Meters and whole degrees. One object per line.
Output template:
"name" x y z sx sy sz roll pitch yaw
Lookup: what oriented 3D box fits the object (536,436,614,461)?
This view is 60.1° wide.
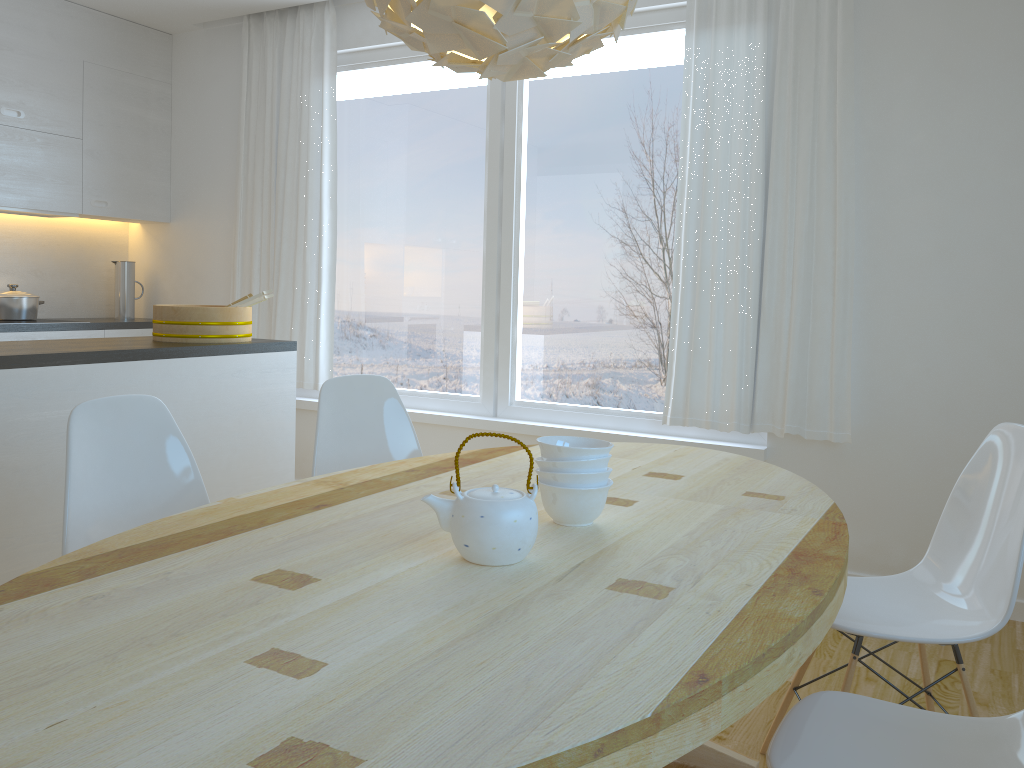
"object" 0.122 0.153 1.732 0.152 0.087 0.152 -2 6 -33

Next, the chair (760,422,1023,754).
"chair" 0.899 0.534 2.050 0.523 0.899 0.431 2 3 4

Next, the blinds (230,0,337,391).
"blinds" -1.308 -1.057 4.928 0.796 2.154 0.150 3 3 29

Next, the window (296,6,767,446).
"window" -0.039 -0.792 4.451 2.731 1.913 0.088 4 3 29

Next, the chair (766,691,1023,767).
"chair" 0.639 0.601 1.332 0.524 0.899 0.430 3 3 29

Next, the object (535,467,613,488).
"object" 0.120 0.205 1.732 0.152 0.092 0.152 0 5 -22

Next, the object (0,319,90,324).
"object" -2.708 -0.329 4.686 0.563 0.013 0.655 5 7 29

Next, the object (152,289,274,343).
"object" -1.218 -0.283 3.568 0.430 0.213 0.380 -2 6 -33

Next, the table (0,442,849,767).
"table" -0.016 0.631 1.711 1.195 0.723 2.196 4 6 27

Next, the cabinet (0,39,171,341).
"cabinet" -2.936 -0.579 4.116 0.482 2.293 3.209 3 5 29

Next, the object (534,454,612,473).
"object" 0.118 0.181 1.733 0.152 0.095 0.151 -3 7 -44

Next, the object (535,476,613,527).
"object" 0.121 0.228 1.730 0.152 0.082 0.152 -1 5 -22

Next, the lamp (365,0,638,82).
"lamp" -0.015 -1.142 1.679 0.648 1.132 0.640 3 4 28

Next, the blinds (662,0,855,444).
"blinds" 1.021 -0.863 3.636 0.796 2.154 0.150 3 3 29

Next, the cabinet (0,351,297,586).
"cabinet" -1.743 0.387 2.757 0.601 0.907 2.406 3 6 29

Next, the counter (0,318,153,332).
"counter" -2.707 -0.311 4.682 0.601 0.040 2.005 5 7 29

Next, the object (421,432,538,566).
"object" -0.042 0.185 1.487 0.177 0.211 0.147 4 4 28

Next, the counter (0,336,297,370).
"counter" -1.730 -0.086 2.739 0.601 0.040 2.407 5 7 29

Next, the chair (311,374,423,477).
"chair" -0.335 0.443 2.619 0.430 0.899 0.524 -1 4 -41
